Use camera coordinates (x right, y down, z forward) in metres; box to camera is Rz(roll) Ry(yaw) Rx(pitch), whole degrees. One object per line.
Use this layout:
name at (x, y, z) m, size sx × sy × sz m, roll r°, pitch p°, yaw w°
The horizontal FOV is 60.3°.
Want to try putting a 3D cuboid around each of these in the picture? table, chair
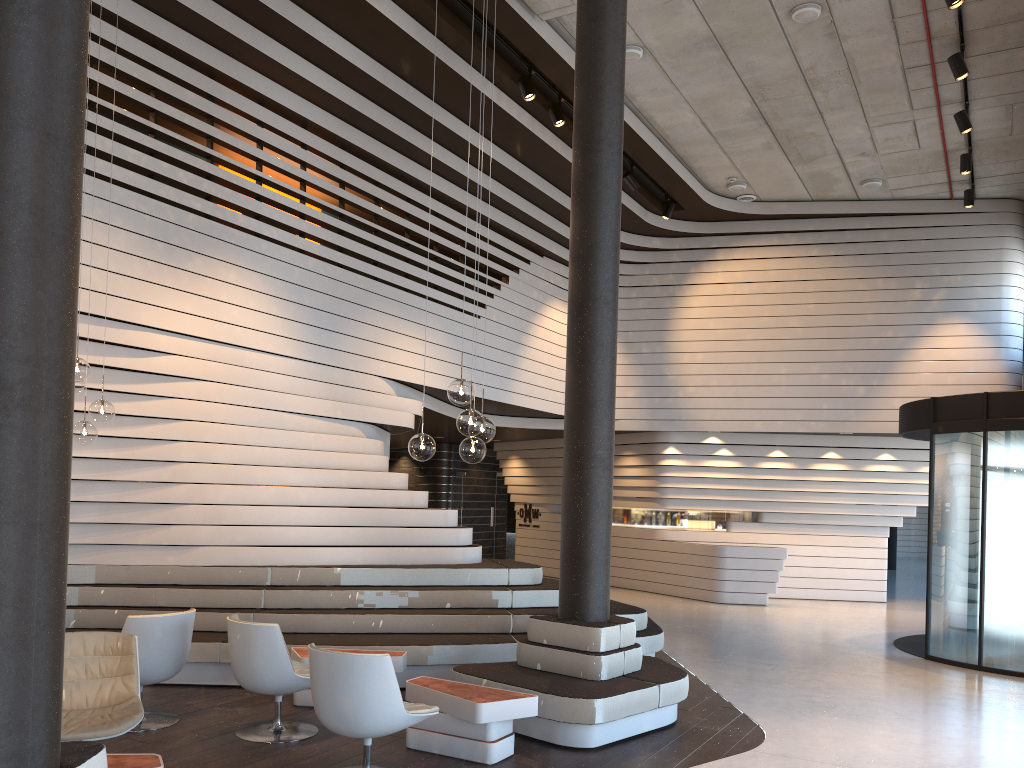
table at (-0.328, 2.113, 5.537) m, size 0.910 × 0.369 × 0.414 m, roll -2°, pitch -6°, yaw 32°
table at (-1.273, 2.223, 6.652) m, size 0.906 × 0.369 × 0.416 m, roll 2°, pitch -4°, yaw 2°
table at (-2.029, 1.851, 3.875) m, size 0.904 × 0.369 × 0.417 m, roll 5°, pitch -5°, yaw -23°
chair at (-0.792, 1.822, 4.912) m, size 0.660 × 0.764 × 0.711 m, roll 0°, pitch -4°, yaw 30°
chair at (-2.527, 1.900, 5.970) m, size 0.714 × 0.764 × 0.657 m, roll 0°, pitch -4°, yaw 29°
chair at (-2.293, 1.743, 4.654) m, size 0.655 × 0.764 × 0.716 m, roll 3°, pitch -4°, yaw -21°
chair at (-1.529, 1.915, 5.834) m, size 0.709 × 0.764 × 0.661 m, roll 6°, pitch -5°, yaw -45°

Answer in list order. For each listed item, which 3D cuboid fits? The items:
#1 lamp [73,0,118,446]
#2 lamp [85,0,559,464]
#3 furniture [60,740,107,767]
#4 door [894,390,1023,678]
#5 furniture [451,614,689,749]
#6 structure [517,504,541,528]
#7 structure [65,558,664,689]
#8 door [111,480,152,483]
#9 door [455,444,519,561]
lamp at (-2.911, -1.940, 5.973) m, size 0.531 × 4.699 × 0.334 m, roll 2°, pitch -1°, yaw -9°
lamp at (1.105, -1.103, 10.832) m, size 9.078 × 4.595 × 41.981 m, roll -1°, pitch -8°, yaw 29°
furniture at (-1.870, 1.541, 2.755) m, size 1.274 × 0.719 × 1.784 m, roll 2°, pitch -6°, yaw 0°
door at (5.995, 1.661, 9.732) m, size 3.222 × 2.842 × 3.252 m, roll -1°, pitch -6°, yaw 36°
furniture at (0.563, 2.056, 6.247) m, size 1.767 × 0.719 × 1.286 m, roll 5°, pitch -6°, yaw -25°
structure at (0.343, 2.686, 18.026) m, size 0.017 × 0.468 × 0.807 m, roll 2°, pitch -5°, yaw -35°
structure at (-4.351, 1.367, 2.815) m, size 5.798 × 0.923 × 18.251 m, roll -2°, pitch -8°, yaw 25°
door at (-4.126, 1.666, 9.800) m, size 0.975 × 2.099 × 0.162 m, roll 1°, pitch -1°, yaw 29°
door at (-0.516, 2.654, 19.166) m, size 1.781 × 2.693 × 0.079 m, roll 0°, pitch -2°, yaw 34°
